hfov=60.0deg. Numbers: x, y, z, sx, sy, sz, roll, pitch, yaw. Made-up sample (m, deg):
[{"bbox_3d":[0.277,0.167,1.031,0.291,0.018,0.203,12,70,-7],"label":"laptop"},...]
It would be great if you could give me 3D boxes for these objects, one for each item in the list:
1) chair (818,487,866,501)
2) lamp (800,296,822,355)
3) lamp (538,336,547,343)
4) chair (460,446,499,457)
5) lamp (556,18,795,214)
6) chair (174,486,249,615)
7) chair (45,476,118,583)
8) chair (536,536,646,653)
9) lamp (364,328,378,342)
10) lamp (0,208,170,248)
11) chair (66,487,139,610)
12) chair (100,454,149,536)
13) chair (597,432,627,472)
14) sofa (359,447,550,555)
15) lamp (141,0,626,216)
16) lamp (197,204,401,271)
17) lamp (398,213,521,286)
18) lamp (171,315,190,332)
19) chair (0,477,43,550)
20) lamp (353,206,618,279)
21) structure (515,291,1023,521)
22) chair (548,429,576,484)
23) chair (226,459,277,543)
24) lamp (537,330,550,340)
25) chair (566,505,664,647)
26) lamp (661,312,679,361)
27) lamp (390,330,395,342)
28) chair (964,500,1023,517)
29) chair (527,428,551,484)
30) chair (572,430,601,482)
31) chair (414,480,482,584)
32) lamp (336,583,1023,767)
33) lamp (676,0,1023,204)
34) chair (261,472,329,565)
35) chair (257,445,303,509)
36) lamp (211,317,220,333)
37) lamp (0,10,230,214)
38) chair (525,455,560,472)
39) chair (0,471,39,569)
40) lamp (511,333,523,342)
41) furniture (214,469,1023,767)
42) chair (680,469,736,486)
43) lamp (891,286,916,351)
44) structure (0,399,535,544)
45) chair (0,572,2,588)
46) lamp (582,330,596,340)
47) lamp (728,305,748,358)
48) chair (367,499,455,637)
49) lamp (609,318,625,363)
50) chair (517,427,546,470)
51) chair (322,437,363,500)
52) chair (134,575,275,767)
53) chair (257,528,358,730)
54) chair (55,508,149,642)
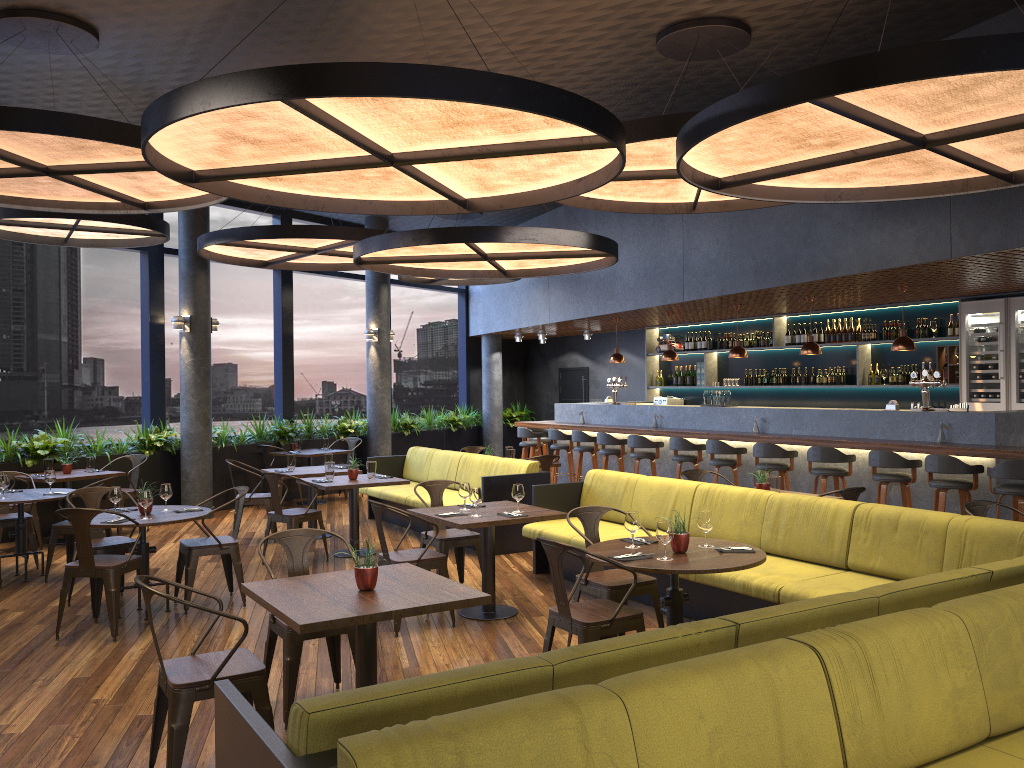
[{"bbox_3d":[2.446,1.234,6.877,0.504,0.917,0.541,-1,0,-31],"label":"chair"},{"bbox_3d":[3.487,-0.681,10.358,0.250,0.673,0.250,-1,0,1],"label":"lamp"},{"bbox_3d":[0.615,-0.902,17.728,0.228,0.172,0.228,-1,0,-31],"label":"lamp"},{"bbox_3d":[-0.379,1.271,11.353,0.504,0.917,0.541,-1,0,-31],"label":"chair"},{"bbox_3d":[1.547,-2.214,7.144,2.778,1.159,2.778,-1,0,19],"label":"lamp"},{"bbox_3d":[-2.364,1.288,7.035,0.541,0.917,0.504,-1,0,-31],"label":"chair"},{"bbox_3d":[-3.895,1.307,8.105,0.541,0.917,0.504,-1,0,-1],"label":"chair"},{"bbox_3d":[0.415,1.255,4.719,0.541,0.917,0.504,-1,0,-31],"label":"chair"},{"bbox_3d":[-2.330,-0.806,14.502,0.215,0.215,0.189,-1,0,19],"label":"lamp"},{"bbox_3d":[-4.847,-2.198,9.801,1.979,1.093,1.979,-1,0,22],"label":"lamp"},{"bbox_3d":[-3.242,1.298,7.076,0.541,0.917,0.504,-1,0,40],"label":"chair"},{"bbox_3d":[-4.655,1.318,10.596,0.504,0.917,0.541,-1,0,22],"label":"chair"},{"bbox_3d":[1.400,1.187,12.298,0.438,1.048,0.483,-1,0,-3],"label":"chair"},{"bbox_3d":[-0.805,1.278,10.336,0.966,0.914,3.061,-1,0,-31],"label":"sofa"},{"bbox_3d":[-0.726,-2.013,5.319,2.778,1.475,2.778,-1,0,18],"label":"lamp"},{"bbox_3d":[-2.456,-2.165,11.056,2.778,1.159,2.778,-1,0,4],"label":"lamp"},{"bbox_3d":[-0.845,-2.239,14.286,1.979,1.093,1.979,-1,0,22],"label":"lamp"},{"bbox_3d":[-4.341,-0.787,11.541,0.215,0.215,0.189,-1,0,26],"label":"lamp"},{"bbox_3d":[-5.385,1.325,9.481,0.504,0.917,0.541,-1,0,44],"label":"chair"},{"bbox_3d":[-0.280,-2.014,9.401,2.778,1.475,2.778,-1,0,23],"label":"lamp"},{"bbox_3d":[3.605,0.337,11.409,2.700,2.700,9.298,-1,0,-31],"label":"structure"},{"bbox_3d":[0.790,1.195,13.425,0.483,1.048,0.438,-1,0,30],"label":"chair"},{"bbox_3d":[-2.922,1.298,9.943,0.541,0.917,0.504,-1,0,-13],"label":"chair"},{"bbox_3d":[0.549,-0.902,16.276,0.228,0.172,0.228,-1,0,-31],"label":"lamp"},{"bbox_3d":[0.630,1.253,5.575,0.504,0.917,0.541,-1,0,-31],"label":"chair"},{"bbox_3d":[2.213,-0.665,12.454,0.250,0.673,0.250,-1,0,1],"label":"lamp"},{"bbox_3d":[-2.072,-0.808,15.003,0.215,0.215,0.189,-1,0,38],"label":"lamp"},{"bbox_3d":[3.188,1.224,5.628,0.504,0.917,0.541,-1,0,-31],"label":"chair"},{"bbox_3d":[0.478,1.200,15.082,0.483,1.048,0.438,-1,0,-3],"label":"chair"},{"bbox_3d":[1.111,1.191,12.922,0.483,1.048,0.438,-1,0,30],"label":"chair"},{"bbox_3d":[-0.522,1.268,7.289,0.504,0.917,0.541,-1,0,-31],"label":"chair"},{"bbox_3d":[4.151,0.315,3.151,9.057,2.714,3.017,-1,0,-31],"label":"lamp"},{"bbox_3d":[2.339,-2.048,5.048,2.778,1.475,2.778,-1,0,-27],"label":"lamp"},{"bbox_3d":[-2.133,1.288,8.600,0.504,0.917,0.541,-1,0,36],"label":"chair"},{"bbox_3d":[-3.316,1.305,12.572,0.504,0.917,0.541,-1,0,33],"label":"chair"},{"bbox_3d":[-4.064,-0.789,12.032,0.215,0.215,0.189,-1,0,34],"label":"lamp"},{"bbox_3d":[-3.594,-2.156,6.850,2.778,1.159,2.778,-1,0,36],"label":"lamp"},{"bbox_3d":[0.277,1.262,10.273,0.504,0.917,0.541,-1,0,-31],"label":"chair"},{"bbox_3d":[-4.875,1.318,8.549,0.504,0.917,0.541,-1,0,-40],"label":"chair"},{"bbox_3d":[0.130,-0.897,16.998,0.228,0.172,0.228,-1,0,-31],"label":"lamp"},{"bbox_3d":[1.059,1.250,4.083,4.895,0.914,7.462,-1,0,-36],"label":"furniture"},{"bbox_3d":[1.800,1.243,7.942,0.504,0.917,0.541,-1,0,-31],"label":"chair"},{"bbox_3d":[4.114,-0.689,9.325,0.250,0.673,0.250,-1,0,1],"label":"lamp"},{"bbox_3d":[-3.922,1.066,12.838,0.808,1.413,17.112,-1,0,34],"label":"structure"},{"bbox_3d":[-4.766,1.316,7.600,0.504,0.917,0.541,-1,0,31],"label":"chair"},{"bbox_3d":[1.400,-0.912,16.437,0.228,0.172,0.228,-1,0,-31],"label":"lamp"},{"bbox_3d":[2.887,-0.673,11.344,0.250,0.673,0.250,-1,0,1],"label":"lamp"},{"bbox_3d":[-0.747,1.270,6.334,0.541,0.917,0.504,-1,0,-31],"label":"chair"},{"bbox_3d":[1.594,-0.657,13.473,0.250,0.673,0.250,-1,0,-44],"label":"lamp"},{"bbox_3d":[0.325,1.201,14.106,0.483,1.048,0.438,-1,0,30],"label":"chair"},{"bbox_3d":[-2.595,1.298,13.689,0.504,0.917,0.541,-1,0,24],"label":"chair"},{"bbox_3d":[-1.341,1.274,3.851,0.541,0.917,0.504,-1,0,-31],"label":"chair"},{"bbox_3d":[-1.082,1.272,4.766,0.504,0.917,0.541,-1,0,-31],"label":"chair"},{"bbox_3d":[-2.889,1.294,6.236,0.504,0.917,0.541,-1,0,8],"label":"chair"}]
